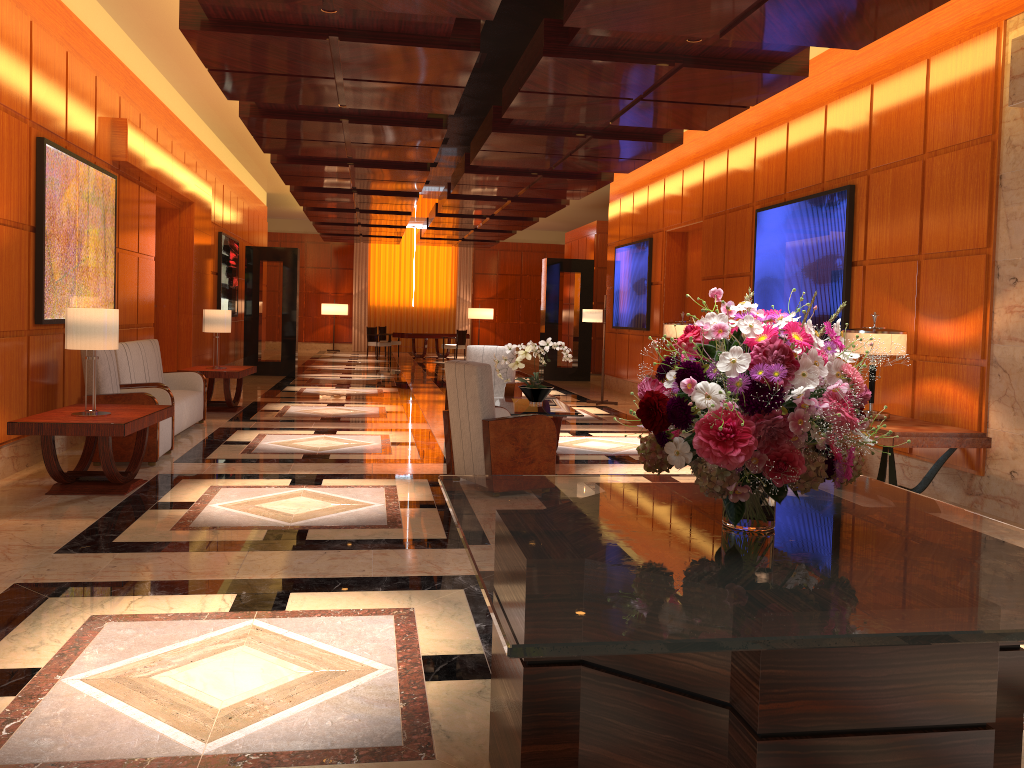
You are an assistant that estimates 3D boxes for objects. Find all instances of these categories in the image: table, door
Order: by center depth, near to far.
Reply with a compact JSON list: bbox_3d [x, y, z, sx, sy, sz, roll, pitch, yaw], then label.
[{"bbox_3d":[0.647,0.765,2.436,1.600,0.743,1.604,1,4,-9],"label":"table"},{"bbox_3d":[-2.931,0.469,6.277,0.725,0.533,1.170,1,4,-6],"label":"table"},{"bbox_3d":[2.779,0.580,6.560,0.725,0.605,1.273,1,4,-9],"label":"table"},{"bbox_3d":[0.159,0.438,8.157,0.722,0.495,1.563,1,4,-6],"label":"table"},{"bbox_3d":[2.119,0.239,10.727,0.725,0.605,1.273,1,4,-9],"label":"table"},{"bbox_3d":[-3.715,0.065,11.222,0.725,0.533,1.170,1,4,-6],"label":"table"},{"bbox_3d":[-4.669,-1.041,11.485,0.340,2.647,1.503,1,3,-9],"label":"door"},{"bbox_3d":[2.578,-0.921,12.660,0.340,2.647,1.541,1,3,-9],"label":"door"},{"bbox_3d":[-2.246,-1.047,24.665,2.107,0.740,0.785,-2,5,-38],"label":"table"}]

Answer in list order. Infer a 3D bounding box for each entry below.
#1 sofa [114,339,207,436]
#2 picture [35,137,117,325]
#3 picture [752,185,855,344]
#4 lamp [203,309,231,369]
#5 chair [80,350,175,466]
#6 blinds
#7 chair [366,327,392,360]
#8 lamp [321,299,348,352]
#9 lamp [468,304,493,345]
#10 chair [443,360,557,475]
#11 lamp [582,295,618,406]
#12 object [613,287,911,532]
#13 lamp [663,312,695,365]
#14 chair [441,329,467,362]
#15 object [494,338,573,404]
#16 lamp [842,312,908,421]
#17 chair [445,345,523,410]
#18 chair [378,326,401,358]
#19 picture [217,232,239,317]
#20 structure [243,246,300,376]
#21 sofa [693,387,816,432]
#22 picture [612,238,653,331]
[{"bbox_3d":[-3.577,0.033,9.001,0.612,0.931,1.803,1,4,-9],"label":"sofa"},{"bbox_3d":[-3.830,-1.270,7.877,0.056,1.450,2.001,1,4,-9],"label":"picture"},{"bbox_3d":[2.910,-1.165,9.049,0.056,1.450,2.001,1,4,-9],"label":"picture"},{"bbox_3d":[1.133,-0.102,6.977,13.016,0.733,0.335,5,4,40],"label":"lamp"},{"bbox_3d":[-3.212,0.153,7.423,0.628,0.959,0.739,1,3,-10],"label":"chair"},{"bbox_3d":[-3.241,-3.063,28.964,3.852,4.058,0.149,1,2,-9],"label":"blinds"},{"bbox_3d":[-3.691,-1.120,24.266,0.577,0.892,0.585,3,3,29],"label":"chair"},{"bbox_3d":[-5.613,-1.848,27.997,0.811,1.658,0.811,3,3,31],"label":"lamp"},{"bbox_3d":[-1.028,-1.771,28.728,0.811,1.658,0.811,3,3,31],"label":"lamp"},{"bbox_3d":[-0.119,0.307,6.596,0.628,0.959,0.739,0,3,-30],"label":"chair"},{"bbox_3d":[1.312,-0.519,13.395,0.526,1.658,0.360,1,2,-19],"label":"lamp"},{"bbox_3d":[0.663,0.063,2.428,0.649,0.657,0.681,1,3,-18],"label":"object"},{"bbox_3d":[2.061,-0.481,10.756,0.459,0.792,0.459,4,4,43],"label":"lamp"},{"bbox_3d":[-1.523,-1.032,23.945,0.577,0.892,0.585,4,3,34],"label":"chair"},{"bbox_3d":[0.213,-0.125,8.262,0.788,0.616,0.418,-1,4,-32],"label":"object"},{"bbox_3d":[2.710,-0.138,6.656,0.458,0.808,0.459,2,3,0],"label":"lamp"},{"bbox_3d":[-0.290,0.071,9.586,0.738,0.959,0.629,2,3,10],"label":"chair"},{"bbox_3d":[-3.564,-1.213,25.518,0.576,0.892,0.585,3,3,19],"label":"chair"},{"bbox_3d":[-5.122,-1.937,16.029,0.056,1.450,2.001,1,4,-9],"label":"picture"},{"bbox_3d":[-4.716,-1.423,17.403,0.985,2.494,0.501,1,2,-9],"label":"structure"},{"bbox_3d":[2.457,0.205,9.044,0.612,0.931,1.803,1,4,-9],"label":"sofa"},{"bbox_3d":[1.994,-1.638,14.833,0.056,1.450,2.001,1,4,-9],"label":"picture"}]
